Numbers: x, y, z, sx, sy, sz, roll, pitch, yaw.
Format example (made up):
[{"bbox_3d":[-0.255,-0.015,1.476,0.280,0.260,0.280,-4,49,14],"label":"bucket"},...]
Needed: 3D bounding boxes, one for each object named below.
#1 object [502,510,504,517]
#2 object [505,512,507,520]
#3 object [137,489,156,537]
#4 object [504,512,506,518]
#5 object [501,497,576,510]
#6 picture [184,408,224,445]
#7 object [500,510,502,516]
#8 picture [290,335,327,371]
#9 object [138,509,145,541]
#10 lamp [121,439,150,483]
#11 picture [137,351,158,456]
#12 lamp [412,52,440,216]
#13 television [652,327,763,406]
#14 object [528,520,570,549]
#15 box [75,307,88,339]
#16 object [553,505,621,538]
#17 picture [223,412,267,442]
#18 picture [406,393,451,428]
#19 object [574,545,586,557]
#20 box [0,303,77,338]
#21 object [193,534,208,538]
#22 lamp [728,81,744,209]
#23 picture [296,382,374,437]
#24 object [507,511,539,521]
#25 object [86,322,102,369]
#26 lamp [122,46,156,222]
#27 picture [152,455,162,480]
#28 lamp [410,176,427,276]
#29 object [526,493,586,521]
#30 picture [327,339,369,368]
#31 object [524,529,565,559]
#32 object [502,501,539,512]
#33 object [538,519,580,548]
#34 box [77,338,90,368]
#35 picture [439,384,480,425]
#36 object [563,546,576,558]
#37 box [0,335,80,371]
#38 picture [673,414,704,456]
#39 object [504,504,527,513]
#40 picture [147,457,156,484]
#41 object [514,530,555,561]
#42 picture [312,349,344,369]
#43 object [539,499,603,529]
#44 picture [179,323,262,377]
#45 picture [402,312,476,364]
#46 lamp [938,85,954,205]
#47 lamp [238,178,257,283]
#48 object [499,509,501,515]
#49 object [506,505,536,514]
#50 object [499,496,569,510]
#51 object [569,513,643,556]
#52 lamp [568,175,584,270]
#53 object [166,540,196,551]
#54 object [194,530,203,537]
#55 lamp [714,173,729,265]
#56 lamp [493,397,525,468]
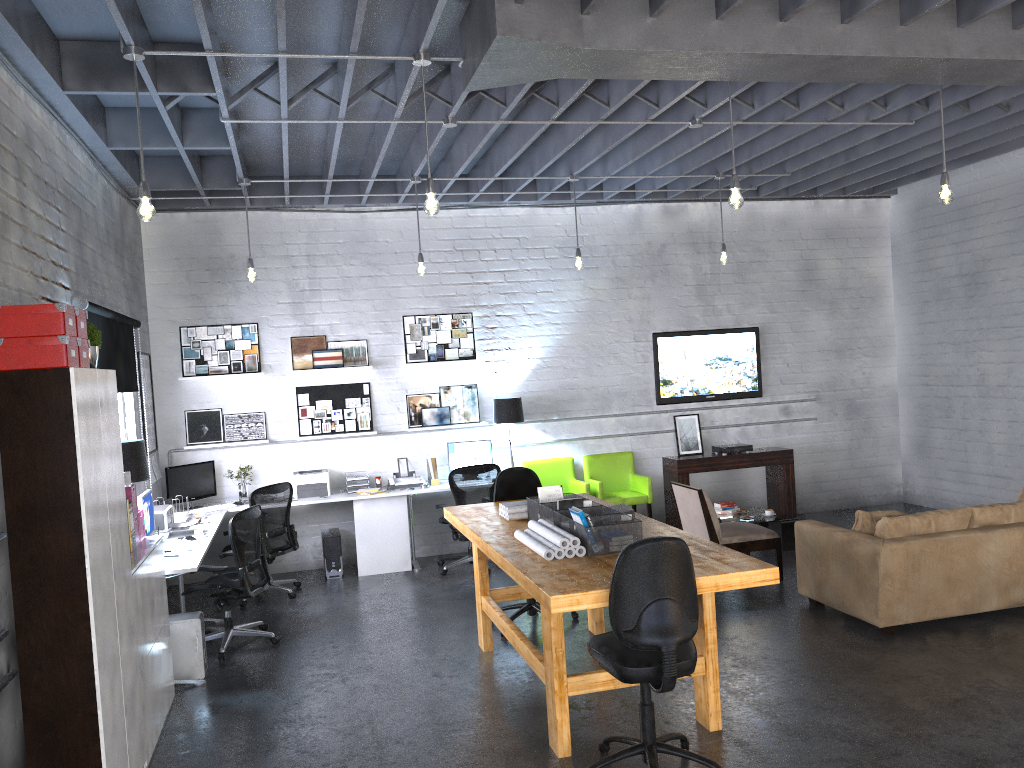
[{"bbox_3d":[0.190,0.852,5.995,0.519,0.047,0.047,-4,2,-14],"label":"object"},{"bbox_3d":[0.212,0.853,5.905,0.519,0.047,0.047,-4,2,-14],"label":"object"},{"bbox_3d":[-2.678,0.994,6.368,0.212,0.417,0.465,-4,2,-14],"label":"object"},{"bbox_3d":[0.201,0.852,5.950,0.519,0.047,0.047,-4,2,-14],"label":"object"},{"bbox_3d":[0.182,0.812,6.016,0.519,0.047,0.046,-4,2,-14],"label":"object"},{"bbox_3d":[-3.047,0.422,8.783,0.355,0.343,0.042,-4,2,-14],"label":"picture"},{"bbox_3d":[0.179,0.852,6.040,0.519,0.047,0.047,-4,2,-14],"label":"object"},{"bbox_3d":[-2.059,-0.315,9.012,0.355,0.343,0.042,-4,2,-14],"label":"picture"},{"bbox_3d":[-2.384,0.877,5.443,0.214,0.177,0.161,-4,2,-14],"label":"object"},{"bbox_3d":[-2.506,0.787,5.735,0.333,0.832,0.333,-2,2,38],"label":"lamp"},{"bbox_3d":[-3.373,0.176,8.211,0.020,0.935,0.658,-4,2,-14],"label":"picture"},{"bbox_3d":[-0.471,-1.370,4.899,0.104,0.878,0.104,-4,2,-14],"label":"lamp"},{"bbox_3d":[2.226,-0.208,10.055,1.323,0.817,0.021,-4,2,-14],"label":"television"},{"bbox_3d":[0.196,0.827,4.901,0.057,0.057,0.635,-4,1,-14],"label":"object"},{"bbox_3d":[-1.998,-0.254,3.833,0.268,0.133,0.206,-4,1,-14],"label":"box"},{"bbox_3d":[0.432,0.808,5.086,0.316,0.156,0.306,-4,1,-14],"label":"object"},{"bbox_3d":[-2.672,0.429,8.873,0.409,0.277,0.036,-4,2,-14],"label":"picture"},{"bbox_3d":[-0.874,0.272,9.304,0.452,0.345,0.054,-4,2,-14],"label":"picture"},{"bbox_3d":[0.282,0.871,4.923,0.058,0.057,0.635,-4,1,-14],"label":"object"},{"bbox_3d":[-1.947,-0.253,3.631,0.270,0.131,0.206,-4,1,-14],"label":"box"},{"bbox_3d":[-2.400,1.170,6.795,0.119,0.016,0.119,-4,1,4],"label":"object"},{"bbox_3d":[1.326,-1.494,5.340,0.104,0.878,0.104,-4,2,-14],"label":"lamp"},{"bbox_3d":[-1.813,0.257,9.076,0.749,0.504,0.058,-4,2,-14],"label":"picture"},{"bbox_3d":[0.224,0.852,5.859,0.519,0.047,0.047,-4,2,-14],"label":"object"},{"bbox_3d":[-2.080,-0.182,4.314,0.169,0.240,0.171,-4,2,-15],"label":"object"},{"bbox_3d":[-1.906,-1.271,4.547,0.104,0.878,0.104,-4,2,-14],"label":"lamp"},{"bbox_3d":[-3.369,0.788,8.410,0.036,0.221,0.289,-4,2,-14],"label":"picture"},{"bbox_3d":[-0.836,-1.403,7.927,0.104,0.878,0.104,-4,2,-14],"label":"lamp"},{"bbox_3d":[0.285,0.807,5.683,0.316,0.156,0.306,-4,1,-14],"label":"object"},{"bbox_3d":[-1.684,-0.308,9.102,0.409,0.277,0.036,-4,2,-14],"label":"picture"},{"bbox_3d":[0.172,0.878,4.896,0.058,0.057,0.635,-4,1,-14],"label":"object"},{"bbox_3d":[0.193,0.812,5.972,0.519,0.047,0.046,-4,2,-14],"label":"object"},{"bbox_3d":[0.252,0.823,4.915,0.057,0.057,0.635,-4,1,-14],"label":"object"},{"bbox_3d":[-1.989,-0.124,3.838,0.270,0.131,0.206,-4,1,-14],"label":"box"},{"bbox_3d":[-0.553,0.218,9.392,0.409,0.409,0.047,-4,2,-14],"label":"picture"},{"bbox_3d":[0.226,0.874,4.910,0.057,0.058,0.635,-4,1,-14],"label":"object"},{"bbox_3d":[-1.939,-0.123,3.635,0.270,0.131,0.206,-4,1,-14],"label":"box"},{"bbox_3d":[1.991,0.573,9.997,0.308,0.457,0.092,-4,2,-14],"label":"picture"},{"bbox_3d":[0.204,0.812,5.926,0.519,0.047,0.046,-4,2,-14],"label":"object"},{"bbox_3d":[-3.286,0.789,8.072,0.036,0.221,0.289,-4,2,-14],"label":"picture"},{"bbox_3d":[0.116,0.882,4.883,0.057,0.058,0.635,-4,1,-14],"label":"object"},{"bbox_3d":[-1.877,-0.254,9.039,0.311,0.196,0.029,-4,2,-14],"label":"picture"},{"bbox_3d":[0.359,0.808,5.384,0.316,0.156,0.306,-4,1,-14],"label":"object"},{"bbox_3d":[-2.891,-0.338,8.798,0.749,0.504,0.058,-4,2,-14],"label":"picture"},{"bbox_3d":[-0.761,-0.485,9.321,0.749,0.504,0.058,-4,2,-14],"label":"picture"},{"bbox_3d":[2.768,-1.593,5.694,0.104,0.878,0.104,-2,2,30],"label":"lamp"},{"bbox_3d":[-2.255,-1.306,7.579,0.104,0.878,0.104,-4,2,-14],"label":"lamp"},{"bbox_3d":[0.168,0.852,6.085,0.519,0.047,0.047,-4,2,-14],"label":"object"},{"bbox_3d":[0.218,0.812,5.873,0.519,0.047,0.046,-4,2,-16],"label":"object"},{"bbox_3d":[0.171,0.812,6.062,0.519,0.047,0.046,-4,2,-14],"label":"object"},{"bbox_3d":[0.506,0.809,4.787,0.316,0.156,0.306,-4,1,-14],"label":"object"},{"bbox_3d":[0.601,-1.502,8.279,0.104,0.878,0.104,-4,2,-14],"label":"lamp"},{"bbox_3d":[-2.395,1.171,6.403,0.181,0.028,0.422,-4,1,-24],"label":"object"},{"bbox_3d":[-2.396,1.145,6.799,0.077,0.049,0.062,-5,2,-44],"label":"object"},{"bbox_3d":[2.042,-1.601,8.633,0.104,0.878,0.104,-2,2,30],"label":"lamp"},{"bbox_3d":[-0.024,0.561,9.316,0.333,0.832,0.333,-2,2,38],"label":"lamp"}]
